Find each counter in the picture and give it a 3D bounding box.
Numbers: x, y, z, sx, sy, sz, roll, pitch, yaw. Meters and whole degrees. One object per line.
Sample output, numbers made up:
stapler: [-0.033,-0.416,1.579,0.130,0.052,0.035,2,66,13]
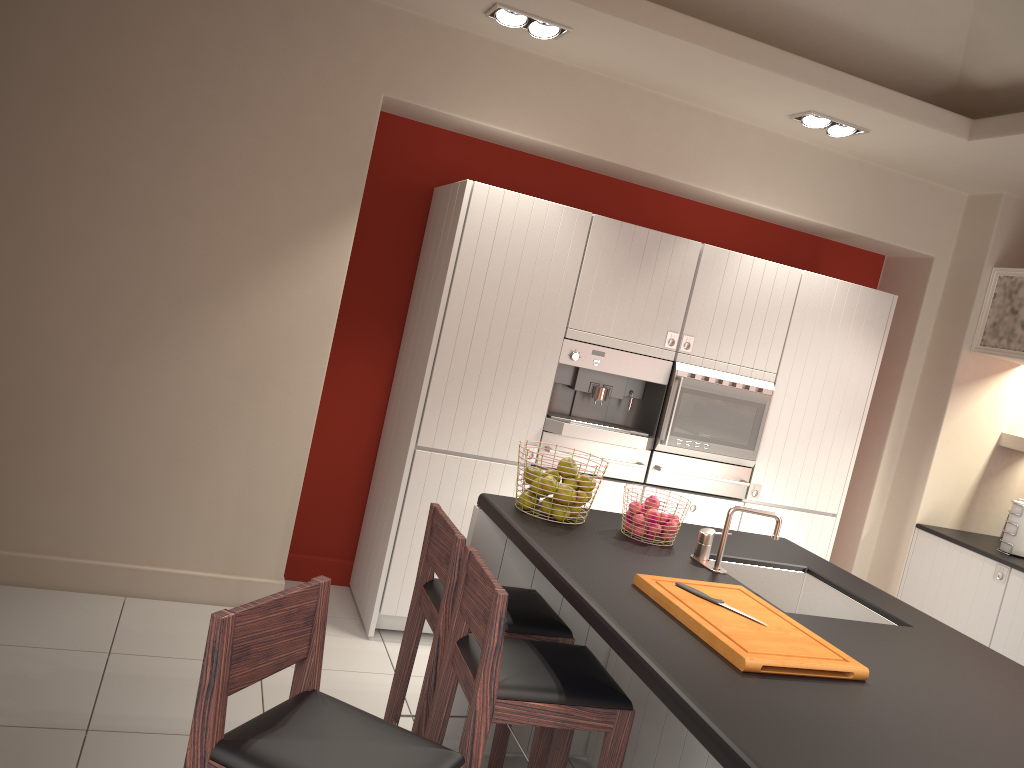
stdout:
counter: [0.831,0.716,2.643,1.415,0.050,2.056,11,5,-19]
counter: [2.931,1.006,4.748,0.699,0.026,1.361,11,5,-19]

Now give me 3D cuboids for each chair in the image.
chair: [-0.424,1.002,1.897,0.474,1.007,0.383,15,5,21]
chair: [0.025,1.042,2.570,0.474,1.007,0.383,11,5,-17]
chair: [-0.114,0.972,3.004,0.474,1.007,0.383,11,5,-19]

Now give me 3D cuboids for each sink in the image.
sink: [0.937,0.834,3.025,0.515,0.258,0.568,11,5,-19]

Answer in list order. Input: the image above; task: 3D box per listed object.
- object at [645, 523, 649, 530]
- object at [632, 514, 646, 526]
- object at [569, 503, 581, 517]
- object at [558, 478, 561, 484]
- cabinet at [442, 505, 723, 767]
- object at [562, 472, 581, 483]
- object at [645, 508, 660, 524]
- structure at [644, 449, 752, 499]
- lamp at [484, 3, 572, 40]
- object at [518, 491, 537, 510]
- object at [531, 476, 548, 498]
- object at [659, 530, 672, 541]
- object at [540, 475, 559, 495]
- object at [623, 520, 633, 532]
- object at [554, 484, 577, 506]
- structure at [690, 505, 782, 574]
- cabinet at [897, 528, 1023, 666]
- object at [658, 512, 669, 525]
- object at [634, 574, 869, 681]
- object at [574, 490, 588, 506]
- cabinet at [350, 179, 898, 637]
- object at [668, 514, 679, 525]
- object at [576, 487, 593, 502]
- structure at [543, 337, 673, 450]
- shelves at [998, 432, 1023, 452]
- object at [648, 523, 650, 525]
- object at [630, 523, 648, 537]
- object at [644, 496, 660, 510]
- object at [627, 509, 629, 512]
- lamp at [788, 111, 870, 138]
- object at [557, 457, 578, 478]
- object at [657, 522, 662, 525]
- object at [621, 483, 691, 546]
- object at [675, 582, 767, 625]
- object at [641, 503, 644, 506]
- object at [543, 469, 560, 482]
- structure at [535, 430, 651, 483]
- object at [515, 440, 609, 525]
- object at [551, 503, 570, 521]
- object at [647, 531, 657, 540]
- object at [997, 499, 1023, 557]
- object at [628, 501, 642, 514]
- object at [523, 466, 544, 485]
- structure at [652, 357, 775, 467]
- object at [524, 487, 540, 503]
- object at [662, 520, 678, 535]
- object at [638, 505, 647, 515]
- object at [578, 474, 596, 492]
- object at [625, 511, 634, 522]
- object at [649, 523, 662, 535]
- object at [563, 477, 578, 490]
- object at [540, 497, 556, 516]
object: [0.480,0.529,3.263,0.050,0.049,0.049,16,6,37]
object: [0.454,0.485,3.178,0.048,0.046,0.048,16,6,30]
object: [0.210,0.449,3.246,0.084,0.079,0.086,15,5,26]
object: [0.151,0.352,3.308,0.062,0.061,0.057,12,5,-4]
cabinet: [0.712,1.232,2.693,1.423,1.010,2.036,11,5,-19]
object: [0.225,0.360,3.296,0.078,0.076,0.071,17,6,40]
object: [0.504,0.473,3.177,0.056,0.055,0.051,12,5,-5]
structure: [1.008,0.492,4.755,0.617,0.177,0.129,11,5,-19]
lamp: [0.075,-1.641,3.985,0.361,0.103,0.199,11,5,-19]
object: [0.057,0.424,3.224,0.068,0.068,0.068,12,5,-8]
object: [0.109,0.379,3.255,0.076,0.077,0.076,16,6,35]
object: [0.562,0.549,3.249,0.050,0.049,0.049,16,6,37]
object: [0.135,0.361,3.168,0.067,0.068,0.067,16,6,33]
object: [0.436,0.519,3.267,0.050,0.049,0.049,16,6,37]
object: [0.190,0.398,3.174,0.082,0.082,0.082,17,6,38]
structure: [0.765,0.527,3.042,0.224,0.248,0.183,11,5,-19]
cabinet: [2.819,1.502,4.793,0.687,0.993,1.362,11,5,-19]
object: [0.546,0.487,3.210,0.041,0.044,0.045,17,6,40]
object: [0.623,0.648,2.407,0.372,0.033,0.571,11,5,-21]
object: [0.244,0.411,3.195,0.055,0.057,0.057,10,6,-27]
cabinet: [0.628,0.315,4.971,2.556,2.249,0.717,11,5,-19]
object: [0.583,0.499,3.245,0.056,0.050,0.055,14,5,19]
object: [0.262,0.404,3.255,0.066,0.064,0.067,11,5,-15]
structure: [0.448,0.034,4.670,0.623,0.470,0.453,11,5,-19]
shelves: [3.339,0.470,4.801,0.376,0.083,1.380,11,5,-19]
object: [0.526,0.536,3.300,0.050,0.049,0.049,16,6,37]
object: [0.460,0.524,3.209,0.061,0.057,0.063,11,5,-19]
object: [0.508,0.433,3.212,0.056,0.058,0.056,15,5,26]
object: [0.451,0.479,3.256,0.060,0.059,0.059,12,5,-7]
lamp: [1.619,-1.332,4.528,0.361,0.084,0.199,11,5,-19]
object: [0.204,0.307,3.250,0.078,0.080,0.078,11,5,-19]
object: [0.532,0.502,3.259,0.055,0.056,0.055,12,5,-9]
object: [0.511,0.479,3.230,0.247,0.168,0.248,10,6,-31]
object: [0.584,0.611,2.470,0.303,0.010,0.035,17,7,41]
object: [0.484,0.466,3.289,0.048,0.049,0.049,12,5,-12]
object: [0.145,0.340,3.227,0.062,0.061,0.057,12,5,-4]
structure: [0.423,0.378,4.550,0.617,0.177,0.129,11,5,-19]
object: [0.164,0.363,3.254,0.341,0.232,0.341,14,5,14]
object: [0.175,0.456,3.167,0.068,0.068,0.068,12,5,-8]
object: [0.508,0.546,3.219,0.040,0.039,0.039,16,6,29]
object: [2.808,0.796,4.894,0.168,0.304,0.163,14,5,10]
object: [0.444,0.446,3.195,0.048,0.046,0.048,15,6,26]
object: [0.080,0.345,3.313,0.076,0.068,0.077,10,5,-26]
structure: [1.053,0.155,4.802,0.610,0.472,0.333,11,5,-19]
object: [0.072,0.419,3.311,0.068,0.068,0.068,12,5,-8]
object: [0.570,0.516,3.199,0.055,0.056,0.055,12,5,-9]
object: [0.471,0.462,3.223,0.041,0.039,0.041,12,5,-3]
object: [0.271,0.361,3.214,0.067,0.064,0.067,11,5,-18]
object: [0.432,0.480,3.218,0.041,0.041,0.040,14,5,17]
object: [0.513,0.519,3.180,0.046,0.043,0.046,15,5,20]
object: [0.213,0.365,3.217,0.056,0.054,0.057,17,7,42]
object: [0.137,0.443,3.215,0.068,0.068,0.068,12,5,-8]
